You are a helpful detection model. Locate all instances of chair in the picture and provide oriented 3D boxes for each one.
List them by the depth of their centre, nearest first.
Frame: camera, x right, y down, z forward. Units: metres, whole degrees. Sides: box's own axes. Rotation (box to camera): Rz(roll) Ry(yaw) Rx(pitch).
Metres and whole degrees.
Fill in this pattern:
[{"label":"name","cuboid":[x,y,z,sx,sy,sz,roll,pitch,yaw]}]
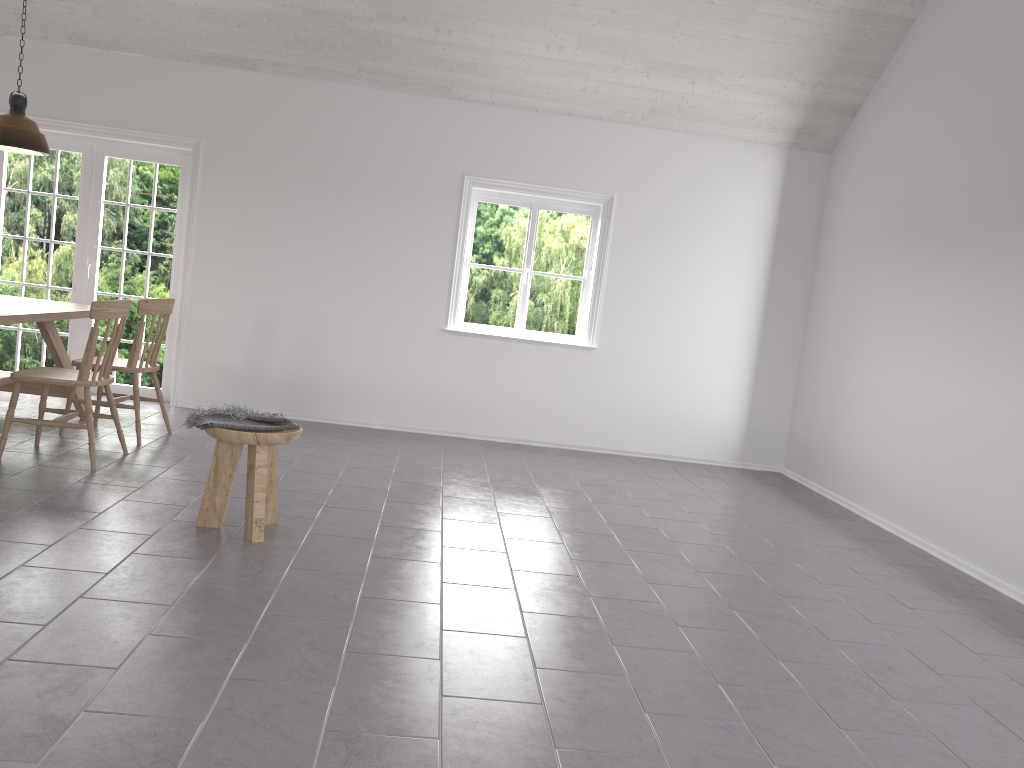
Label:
[{"label":"chair","cuboid":[-1.175,0.414,3.949,0.431,0.479,0.431,8,6,11]},{"label":"chair","cuboid":[-2.414,-0.042,4.854,0.519,0.902,0.506,7,6,-5]},{"label":"chair","cuboid":[-2.475,-0.126,5.639,0.519,0.902,0.506,7,5,0]}]

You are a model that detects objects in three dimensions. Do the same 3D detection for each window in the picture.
[{"label":"window","cuboid":[0.128,-0.939,7.261,1.055,1.168,0.120,7,6,-5]}]

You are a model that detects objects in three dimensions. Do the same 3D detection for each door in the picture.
[{"label":"door","cuboid":[-3.378,-0.915,7.013,1.571,2.024,0.115,7,6,-5]}]

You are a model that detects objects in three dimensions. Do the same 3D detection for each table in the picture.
[{"label":"table","cuboid":[-3.273,-0.108,5.238,1.001,0.749,2.300,7,6,-5]}]

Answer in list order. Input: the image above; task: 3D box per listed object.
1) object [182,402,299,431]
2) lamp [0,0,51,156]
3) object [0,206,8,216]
[{"label":"object","cuboid":[-1.202,0.156,3.958,0.462,0.120,0.348,3,7,-35]},{"label":"lamp","cuboid":[-3.039,-2.356,5.530,0.410,1.796,0.410,10,6,30]},{"label":"object","cuboid":[-3.134,-0.804,5.211,0.291,0.666,0.313,2,7,-42]}]
